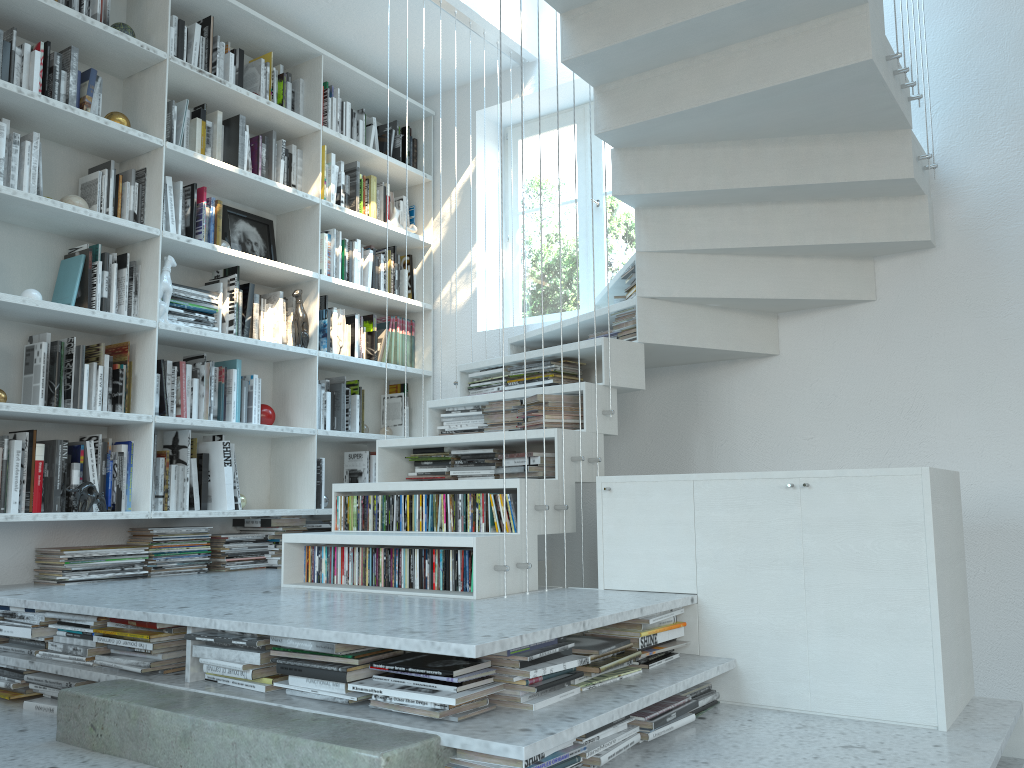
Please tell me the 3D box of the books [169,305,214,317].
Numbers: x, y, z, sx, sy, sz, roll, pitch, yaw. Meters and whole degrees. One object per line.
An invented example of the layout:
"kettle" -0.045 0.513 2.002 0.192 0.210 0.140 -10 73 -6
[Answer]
"books" -1.428 -0.303 3.782 0.161 0.012 0.254 -6 -9 34

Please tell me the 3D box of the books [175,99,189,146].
"books" -1.466 -1.077 3.815 0.167 0.282 0.052 -5 -8 34

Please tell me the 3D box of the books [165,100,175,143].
"books" -1.493 -1.067 3.778 0.161 0.253 0.012 -5 -8 34

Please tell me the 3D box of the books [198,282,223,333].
"books" -1.333 -0.311 3.906 0.161 0.253 0.012 -5 -8 34

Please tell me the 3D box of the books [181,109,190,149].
"books" -1.451 -1.056 3.850 0.130 0.250 0.026 -5 -8 34

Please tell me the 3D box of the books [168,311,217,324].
"books" -1.424 -0.279 3.776 0.159 0.012 0.285 -5 -9 32

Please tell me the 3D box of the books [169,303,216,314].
"books" -1.418 -0.315 3.779 0.161 0.012 0.254 -7 -10 39

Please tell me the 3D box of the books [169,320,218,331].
"books" -1.419 -0.243 3.767 0.159 0.012 0.285 -7 -10 39

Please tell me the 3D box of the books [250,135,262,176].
"books" -1.232 -1.017 4.118 0.189 0.239 0.014 -5 -9 34

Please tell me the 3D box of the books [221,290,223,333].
"books" -1.338 -0.304 3.930 0.138 0.246 0.023 -5 -8 34

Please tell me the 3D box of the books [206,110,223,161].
"books" -1.357 -1.061 3.959 0.156 0.287 0.026 -5 -8 34

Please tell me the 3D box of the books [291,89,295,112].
"books" -1.129 -1.339 4.376 0.131 0.211 0.031 -5 -8 34

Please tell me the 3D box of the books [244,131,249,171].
"books" -1.278 -1.021 4.045 0.187 0.229 0.030 -5 -9 34

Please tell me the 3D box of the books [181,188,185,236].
"books" -1.457 -0.701 3.813 0.131 0.268 0.043 -5 -8 34

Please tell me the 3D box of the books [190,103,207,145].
"books" -1.404 -1.072 3.904 0.162 0.296 0.011 -5 -8 34

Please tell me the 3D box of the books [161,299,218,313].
"books" -1.422 -0.327 3.783 0.159 0.012 0.285 -5 -9 31

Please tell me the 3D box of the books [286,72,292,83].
"books" -1.141 -1.376 4.354 0.136 0.279 0.025 -5 -8 34

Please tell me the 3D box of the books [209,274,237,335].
"books" -1.289 -0.329 3.945 0.184 0.299 0.011 -5 -8 34

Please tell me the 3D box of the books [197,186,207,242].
"books" -1.394 -0.703 3.859 0.175 0.284 0.014 -5 -8 34

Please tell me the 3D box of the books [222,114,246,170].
"books" -1.292 -1.048 3.978 0.245 0.265 0.032 -6 -9 34

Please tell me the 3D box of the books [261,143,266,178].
"books" -1.218 -1.001 4.150 0.165 0.217 0.031 -5 -9 34

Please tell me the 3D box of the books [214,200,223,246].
"books" -1.347 -0.676 3.914 0.178 0.243 0.026 -5 -9 34

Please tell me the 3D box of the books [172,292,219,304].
"books" -1.424 -0.362 3.788 0.159 0.012 0.285 -6 -9 36

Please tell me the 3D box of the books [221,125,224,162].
"books" -1.351 -1.033 3.982 0.143 0.238 0.025 -5 -8 34

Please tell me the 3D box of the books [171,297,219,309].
"books" -1.424 -0.339 3.786 0.159 0.012 0.285 -6 -9 36

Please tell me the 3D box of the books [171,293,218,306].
"books" -1.418 -0.351 3.783 0.159 0.012 0.285 -5 -9 29

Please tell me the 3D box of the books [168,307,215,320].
"books" -1.419 -0.291 3.774 0.161 0.012 0.254 -5 -9 29

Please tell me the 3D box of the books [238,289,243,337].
"books" -1.277 -0.294 3.970 0.179 0.236 0.030 -5 -9 34

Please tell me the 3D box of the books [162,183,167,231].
"books" -1.500 -0.704 3.710 0.156 0.247 0.011 -5 -8 34

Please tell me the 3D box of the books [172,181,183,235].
"books" -1.464 -0.713 3.785 0.159 0.284 0.012 -5 -8 34

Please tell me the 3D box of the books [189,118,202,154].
"books" -1.418 -1.034 3.855 0.175 0.207 0.025 -5 -9 34

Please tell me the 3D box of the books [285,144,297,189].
"books" -1.113 -1.013 4.323 0.147 0.283 0.026 -5 -8 34

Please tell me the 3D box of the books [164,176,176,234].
"books" -1.483 -0.719 3.747 0.146 0.288 0.065 -5 -8 34

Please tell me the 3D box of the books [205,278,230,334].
"books" -1.317 -0.321 3.949 0.159 0.284 0.012 -5 -8 34

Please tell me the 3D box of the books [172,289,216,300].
"books" -1.424 -0.375 3.790 0.161 0.012 0.254 -6 -9 36

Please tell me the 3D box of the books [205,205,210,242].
"books" -1.384 -0.665 3.877 0.153 0.212 0.033 -5 -9 34

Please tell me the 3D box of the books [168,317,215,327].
"books" -1.421 -0.255 3.770 0.161 0.012 0.254 -7 -10 38

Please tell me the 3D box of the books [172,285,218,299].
"books" -1.424 -0.387 3.791 0.159 0.012 0.285 -5 -9 32

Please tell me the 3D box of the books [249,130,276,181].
"books" -1.186 -1.035 4.192 0.181 0.294 0.022 -5 -8 34

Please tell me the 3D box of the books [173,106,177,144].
"books" -1.484 -1.057 3.786 0.142 0.236 0.013 -5 -8 34

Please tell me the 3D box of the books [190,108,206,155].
"books" -1.407 -1.058 3.882 0.167 0.260 0.026 -5 -8 34

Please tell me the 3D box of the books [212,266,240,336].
"books" -1.282 -0.348 3.955 0.180 0.338 0.010 -5 -8 34

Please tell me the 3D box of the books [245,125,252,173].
"books" -1.269 -1.040 4.109 0.162 0.282 0.048 -5 -8 34

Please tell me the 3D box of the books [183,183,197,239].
"books" -1.422 -0.709 3.823 0.176 0.287 0.012 -5 -8 34

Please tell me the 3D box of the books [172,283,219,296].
"books" -1.424 -0.398 3.793 0.159 0.012 0.285 -6 -9 36

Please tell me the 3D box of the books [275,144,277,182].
"books" -1.178 -1.008 4.220 0.152 0.248 0.011 -5 -8 34

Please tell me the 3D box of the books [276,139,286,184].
"books" -1.157 -1.018 4.236 0.177 0.271 0.036 -5 -8 34

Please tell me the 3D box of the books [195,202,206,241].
"books" -1.393 -0.667 3.837 0.190 0.206 0.013 -6 -9 34

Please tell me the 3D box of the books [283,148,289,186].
"books" -1.144 -0.999 4.266 0.162 0.241 0.030 -5 -8 34

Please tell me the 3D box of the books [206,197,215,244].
"books" -1.369 -0.682 3.901 0.167 0.253 0.021 -5 -8 34

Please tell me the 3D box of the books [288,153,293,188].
"books" -1.130 -0.990 4.303 0.158 0.233 0.022 -5 -8 34

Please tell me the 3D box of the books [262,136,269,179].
"books" -1.210 -1.021 4.180 0.156 0.263 0.023 -5 -8 34

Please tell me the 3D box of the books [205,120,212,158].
"books" -1.392 -1.035 3.916 0.158 0.224 0.030 -5 -9 34

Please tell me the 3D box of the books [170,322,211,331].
"books" -1.421 -0.231 3.767 0.161 0.012 0.254 -5 -9 30

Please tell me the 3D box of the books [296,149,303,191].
"books" -1.095 -1.001 4.344 0.169 0.265 0.031 -5 -8 34

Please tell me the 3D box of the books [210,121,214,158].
"books" -1.388 -1.036 3.947 0.146 0.236 0.024 -5 -8 34

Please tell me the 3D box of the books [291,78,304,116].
"books" -1.095 -1.363 4.390 0.163 0.263 0.026 -5 -8 34

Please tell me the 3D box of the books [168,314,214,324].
"books" -1.425 -0.267 3.774 0.161 0.012 0.254 -6 -9 36
